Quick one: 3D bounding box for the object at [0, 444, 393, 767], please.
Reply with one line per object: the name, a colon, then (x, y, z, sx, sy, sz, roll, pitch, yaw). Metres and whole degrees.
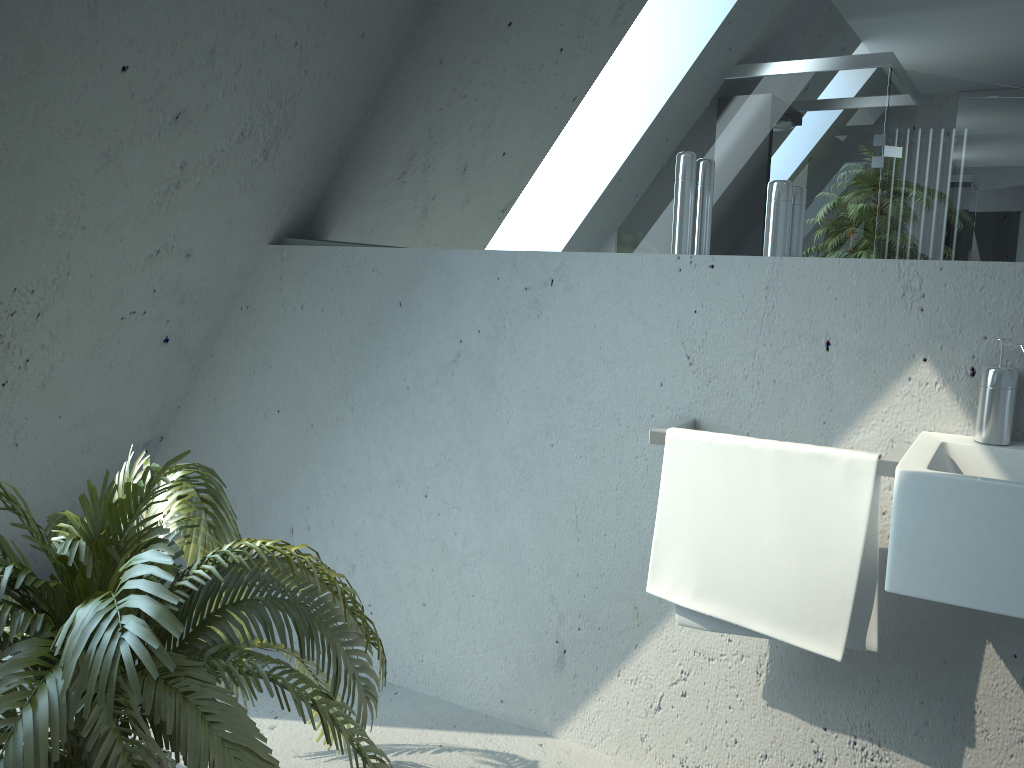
object: (-0.715, 0.528, 1.514, 1.132, 0.893, 1.112, 3, 8, 8)

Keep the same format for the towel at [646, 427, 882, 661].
towel: (0.489, 0.320, 1.745, 0.455, 0.429, 0.063, 6, 9, 31)

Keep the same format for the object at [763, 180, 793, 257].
object: (0.570, -0.354, 1.899, 0.052, 0.160, 0.052, 4, 8, 15)

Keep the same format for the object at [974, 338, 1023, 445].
object: (0.898, 0.013, 1.636, 0.061, 0.193, 0.076, 4, 8, 18)

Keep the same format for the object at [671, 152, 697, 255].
object: (0.388, -0.406, 2.000, 0.045, 0.225, 0.045, 4, 8, 15)

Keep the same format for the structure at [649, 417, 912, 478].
structure: (0.541, 0.121, 1.796, 0.480, 0.030, 0.206, 6, 9, 30)

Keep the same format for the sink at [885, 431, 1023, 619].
sink: (1.056, 0.272, 1.409, 0.800, 0.526, 0.429, 6, 9, 30)
